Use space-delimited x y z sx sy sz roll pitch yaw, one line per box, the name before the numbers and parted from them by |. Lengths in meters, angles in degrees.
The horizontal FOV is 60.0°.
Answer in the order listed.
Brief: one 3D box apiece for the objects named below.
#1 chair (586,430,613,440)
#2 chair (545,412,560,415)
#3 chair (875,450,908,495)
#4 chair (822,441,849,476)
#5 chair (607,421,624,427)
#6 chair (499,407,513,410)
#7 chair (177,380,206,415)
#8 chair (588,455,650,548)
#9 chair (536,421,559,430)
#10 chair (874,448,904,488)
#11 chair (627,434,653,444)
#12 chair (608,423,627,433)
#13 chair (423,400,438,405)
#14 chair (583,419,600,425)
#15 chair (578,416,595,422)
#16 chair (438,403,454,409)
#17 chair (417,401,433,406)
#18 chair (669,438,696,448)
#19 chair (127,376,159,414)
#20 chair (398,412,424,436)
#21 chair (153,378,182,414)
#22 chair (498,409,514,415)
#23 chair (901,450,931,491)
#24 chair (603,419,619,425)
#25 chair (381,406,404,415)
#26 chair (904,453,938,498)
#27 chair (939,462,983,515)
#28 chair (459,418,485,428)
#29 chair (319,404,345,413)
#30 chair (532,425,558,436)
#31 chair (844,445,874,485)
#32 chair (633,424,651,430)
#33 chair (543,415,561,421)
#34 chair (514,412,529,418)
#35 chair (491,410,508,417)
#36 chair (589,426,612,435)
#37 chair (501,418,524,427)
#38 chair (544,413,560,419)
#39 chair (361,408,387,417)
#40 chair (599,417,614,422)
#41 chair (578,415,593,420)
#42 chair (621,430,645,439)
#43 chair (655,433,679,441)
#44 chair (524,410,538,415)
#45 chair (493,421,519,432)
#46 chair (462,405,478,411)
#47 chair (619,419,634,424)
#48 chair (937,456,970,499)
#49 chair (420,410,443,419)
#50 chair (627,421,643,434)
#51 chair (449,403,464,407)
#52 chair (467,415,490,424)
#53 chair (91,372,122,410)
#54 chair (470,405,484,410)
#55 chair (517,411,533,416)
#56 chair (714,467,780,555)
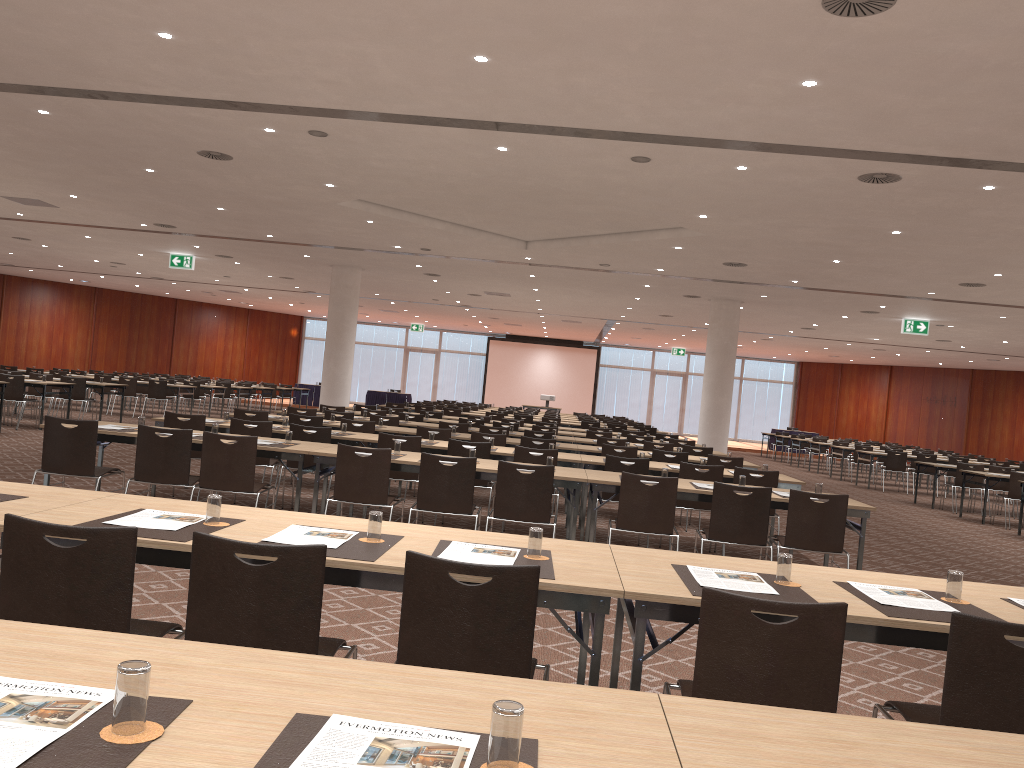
chair | 1.431 1.257 14.970 0.535 0.939 0.614 5 0 5
chair | 1.157 1.311 26.502 0.535 0.939 0.614 5 0 0
chair | 8.580 1.970 19.962 0.535 0.939 0.614 5 0 5
chair | 8.838 2.023 24.095 0.535 0.939 0.614 5 0 3
chair | 2.565 1.416 22.377 0.535 0.939 0.614 5 0 3
chair | -0.207 1.182 26.500 0.535 0.939 0.614 5 0 5
chair | -8.239 0.395 22.888 0.535 0.939 0.614 5 0 0
chair | 1.098 1.184 8.902 0.535 0.939 0.614 5 0 0
chair | 0.626 1.195 17.017 0.535 0.939 0.614 5 0 0
chair | 9.350 2.057 21.923 0.535 0.939 0.614 5 0 5
chair | 2.082 1.318 14.857 0.535 0.939 0.614 5 0 1
chair | 2.370 1.384 20.350 0.535 0.939 0.614 5 0 2
chair | -2.459 0.969 26.624 0.535 0.939 0.614 5 0 4
chair | 1.959 1.359 22.375 0.535 0.939 0.614 5 0 2
chair | 2.013 1.378 24.452 0.535 0.939 0.614 5 0 4
chair | -1.843 1.013 24.622 0.535 0.939 0.614 5 0 6
chair | -2.456 0.956 24.697 0.535 0.939 0.614 5 0 0
chair | 2.790 1.385 14.853 0.535 0.939 0.614 5 0 4
chair | -9.510 0.274 22.958 0.535 0.939 0.614 5 0 5
chair | -1.720 0.959 15.066 0.535 0.939 0.614 5 0 6
chair | -8.938 0.329 23.067 0.535 0.939 0.614 5 0 2
chair | -0.194 1.169 24.531 0.535 0.939 0.614 5 0 5
chair | 10.020 2.121 21.968 0.535 0.939 0.614 5 0 2
chair | 2.670 1.440 24.339 0.535 0.939 0.614 5 0 5
chair | -2.323 0.916 17.102 0.535 0.939 0.614 5 0 1
chair | 9.258 2.035 20.006 0.535 0.939 0.614 5 0 5
chair | 8.378 1.927 16.476 0.535 0.939 0.614 5 0 4
chair | -0.718 1.054 15.088 0.535 0.939 0.614 5 0 1
chair | -3.077 0.831 15.217 0.535 0.939 0.614 5 0 3
chair | 0.524 1.171 14.977 0.535 0.939 0.614 5 0 4
chair | 8.684 1.995 22.100 0.535 0.939 0.614 5 0 4
chair | 3.227 1.478 22.306 0.535 0.939 0.614 5 0 5
chair | 0.972 1.266 22.506 0.535 0.939 0.614 5 0 1
chair | 0.227 1.195 22.505 0.535 0.939 0.614 5 0 2
chair | -0.347 1.141 22.502 0.535 0.939 0.614 5 0 3
chair | 1.633 1.290 16.885 0.535 0.939 0.614 5 0 3
chair | -0.019 1.134 17.010 0.535 0.939 0.614 5 0 3
chair | 1.070 1.288 24.427 0.535 0.939 0.614 5 0 2
chair | -2.368 0.898 15.136 0.535 0.939 0.614 5 0 2
chair | 2.752 1.461 26.372 0.535 0.939 0.614 5 0 0
chair | 2.141 1.404 26.371 0.535 0.939 0.614 5 0 3
chair | 2.248 1.348 16.886 0.535 0.939 0.614 5 0 3
chair | 2.876 1.407 16.817 0.535 0.939 0.614 5 0 1
chair | 0.525 1.251 26.495 0.535 0.939 0.614 5 0 1
chair | -0.134 1.109 14.979 0.535 0.939 0.614 5 0 4
chair | -1.188 1.075 24.551 0.535 0.939 0.614 5 0 1
chair | 3.350 1.518 26.305 0.535 0.939 0.614 5 0 5
chair | 9.905 2.095 19.890 0.535 0.939 0.614 5 0 3
chair | -1.573 0.987 17.138 0.535 0.939 0.614 5 0 5
chair | 3.335 1.503 24.337 0.535 0.939 0.614 5 0 3
chair | -1.691 1.042 26.658 0.535 0.939 0.614 5 0 3
chair | -0.654 1.074 17.010 0.535 0.939 0.614 5 0 6
chair | -10.528 0.179 23.095 0.535 0.939 0.614 5 0 2
chair | -1.075 1.100 26.582 0.535 0.939 0.614 5 0 6
chair | 0.332 1.219 24.544 0.535 0.939 0.614 5 0 4
chair | 2.385 1.306 8.908 0.535 0.939 0.614 5 0 5
